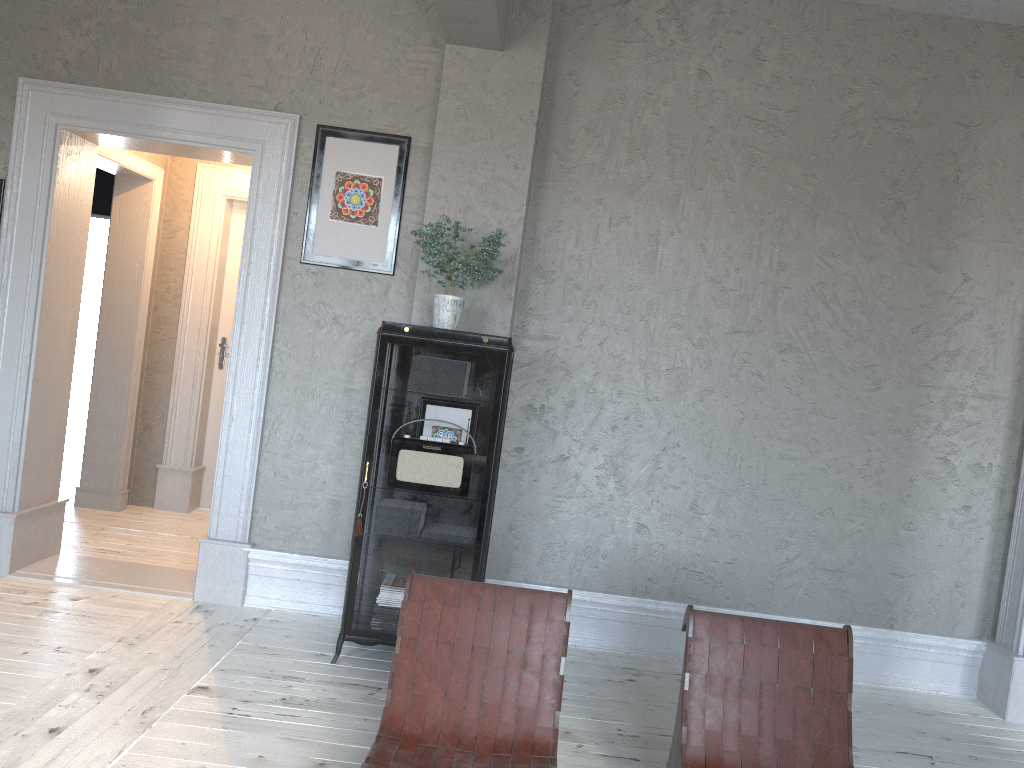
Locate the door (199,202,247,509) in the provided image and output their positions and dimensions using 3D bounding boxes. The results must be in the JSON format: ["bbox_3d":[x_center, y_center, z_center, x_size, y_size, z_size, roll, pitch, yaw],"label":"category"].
[{"bbox_3d":[-1.713,-0.155,6.287,0.804,2.191,0.080,7,2,-1],"label":"door"}]

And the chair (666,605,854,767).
[{"bbox_3d":[0.726,1.078,2.277,0.507,0.720,1.017,7,2,1],"label":"chair"}]

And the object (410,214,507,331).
[{"bbox_3d":[-0.232,-0.486,3.854,0.394,0.506,0.419,8,2,16],"label":"object"}]

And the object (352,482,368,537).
[{"bbox_3d":[-0.633,0.527,3.713,0.046,0.234,0.039,6,3,-43],"label":"object"}]

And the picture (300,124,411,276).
[{"bbox_3d":[-0.758,-0.891,4.298,0.459,0.677,0.020,7,2,-1],"label":"picture"}]

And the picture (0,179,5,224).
[{"bbox_3d":[-2.710,-0.854,4.276,0.489,0.331,0.014,7,2,-1],"label":"picture"}]

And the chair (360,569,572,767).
[{"bbox_3d":[-0.124,0.966,2.263,0.507,0.720,1.017,7,2,1],"label":"chair"}]

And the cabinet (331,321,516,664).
[{"bbox_3d":[-0.367,0.493,3.884,0.618,1.471,0.348,7,2,0],"label":"cabinet"}]
